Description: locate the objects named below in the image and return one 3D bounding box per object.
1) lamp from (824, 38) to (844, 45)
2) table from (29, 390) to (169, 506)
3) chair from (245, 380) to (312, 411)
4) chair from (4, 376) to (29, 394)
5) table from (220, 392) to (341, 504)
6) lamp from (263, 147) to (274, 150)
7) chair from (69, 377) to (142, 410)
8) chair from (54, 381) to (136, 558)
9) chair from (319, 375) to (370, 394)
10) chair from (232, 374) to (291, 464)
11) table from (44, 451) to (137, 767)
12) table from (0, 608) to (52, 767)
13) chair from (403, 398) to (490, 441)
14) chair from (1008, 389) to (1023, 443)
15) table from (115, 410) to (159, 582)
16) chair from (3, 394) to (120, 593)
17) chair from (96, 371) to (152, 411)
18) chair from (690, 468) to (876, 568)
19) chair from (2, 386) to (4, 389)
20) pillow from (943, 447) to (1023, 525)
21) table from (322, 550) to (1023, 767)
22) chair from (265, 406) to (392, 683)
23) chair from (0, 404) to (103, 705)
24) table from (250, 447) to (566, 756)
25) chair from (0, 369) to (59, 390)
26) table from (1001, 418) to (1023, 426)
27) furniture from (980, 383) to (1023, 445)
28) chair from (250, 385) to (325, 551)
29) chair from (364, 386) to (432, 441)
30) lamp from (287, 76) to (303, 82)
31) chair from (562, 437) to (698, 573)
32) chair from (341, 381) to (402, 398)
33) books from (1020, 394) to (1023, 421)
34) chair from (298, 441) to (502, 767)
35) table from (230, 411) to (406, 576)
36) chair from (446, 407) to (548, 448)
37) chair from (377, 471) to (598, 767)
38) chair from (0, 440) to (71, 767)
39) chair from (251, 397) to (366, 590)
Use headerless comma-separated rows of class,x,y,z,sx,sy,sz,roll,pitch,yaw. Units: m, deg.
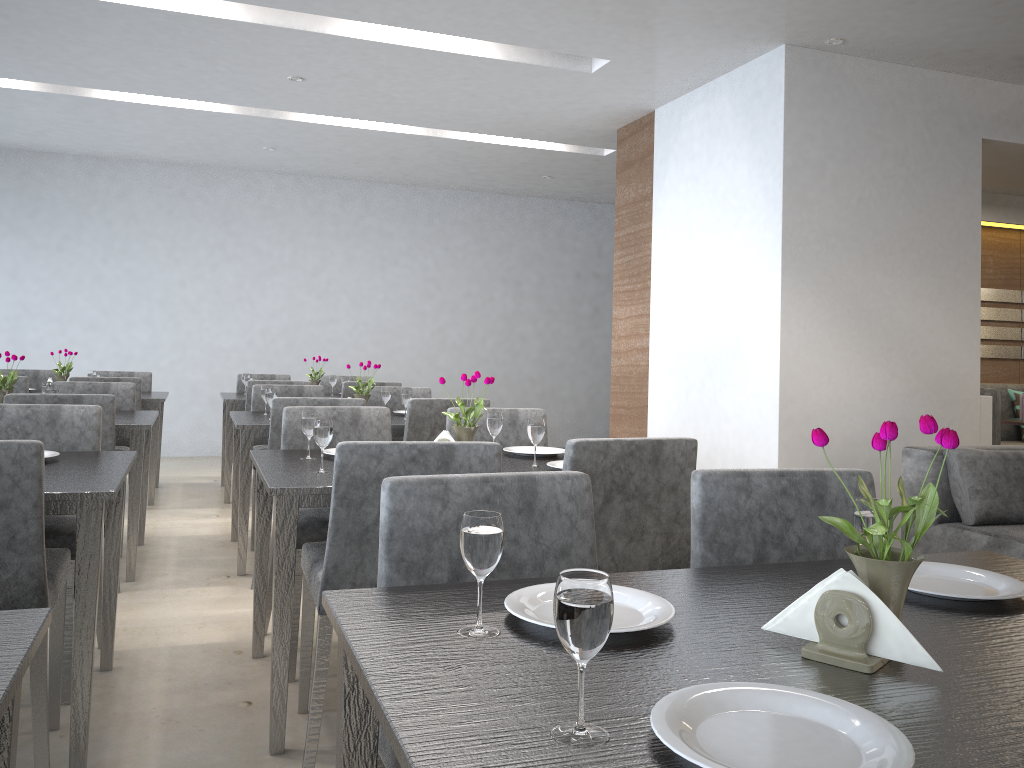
lamp,1.539,-1.636,4.227,0.089,0.007,0.089,3,2,25
table,-2.755,0.377,5.392,1.188,0.636,0.777,1,0,-20
chair,-1.451,0.351,5.470,0.476,0.764,0.491,2,-1,-15
chair,-2.879,0.326,4.960,0.476,0.764,0.491,2,-1,-15
table,-1.326,0.402,5.902,1.188,0.636,0.777,1,0,-20
lamp,-1.898,-1.833,6.893,0.089,0.007,0.089,3,2,25
chair,-2.403,0.332,5.191,0.476,0.764,0.492,2,-1,-25
chair,-2.015,0.381,4.138,0.476,0.764,0.491,2,-1,-15
chair,-1.187,0.329,6.323,0.476,0.764,0.491,2,-1,-15
chair,-1.703,0.320,6.148,0.476,0.764,0.492,2,-1,-25
table,-1.577,0.528,2.108,1.188,0.636,0.777,1,0,-20
table,-1.006,0.601,0.515,1.188,0.636,0.777,1,0,-20
chair,-0.374,0.434,4.026,0.476,0.764,0.492,2,-1,-25
chair,3.671,0.235,6.154,0.426,0.396,0.219,2,-1,-19
table,-2.154,0.454,3.717,1.188,0.636,0.777,1,0,-20
chair,-1.803,0.409,3.516,0.476,0.764,0.492,2,-1,-25
chair,-2.615,0.304,5.813,0.476,0.764,0.491,2,-1,-15
chair,0.562,0.553,1.446,0.476,0.764,0.491,2,-1,-15
chair,-2.531,0.371,3.963,0.476,0.764,0.492,2,-1,-25
pillow,2.047,0.416,3.618,0.559,0.307,0.188,1,-1,-19
table,0.422,0.626,1.025,1.188,0.636,0.777,1,0,-20
chair,-0.525,0.470,2.864,0.476,0.764,0.492,2,-1,-25
chair,-1.438,0.455,2.529,0.476,0.764,0.491,2,-1,-15
table,-0.149,0.553,2.618,1.188,0.636,0.777,1,0,-20
chair,-3.131,0.294,5.638,0.476,0.764,0.492,2,-1,-25
table,3.181,0.551,5.257,0.505,0.656,0.505,2,-1,-20
furniture,5.380,0.534,4.765,5.641,0.855,4.257,1,2,-20
chair,-1.102,0.397,4.473,0.476,0.764,0.492,2,-1,-25
chair,-0.586,0.406,4.648,0.476,0.764,0.491,2,-1,-15
lamp,-1.244,-1.750,5.069,0.089,0.007,0.089,3,2,25
chair,0.203,0.508,2.417,0.476,0.764,0.492,2,-1,-25
chair,-0.975,0.357,5.701,0.476,0.764,0.492,2,-1,-25
books,3.114,0.144,5.341,0.143,0.165,0.157,2,0,0
chair,-0.273,0.502,2.186,0.476,0.764,0.491,2,-1,-15
table,-0.726,0.479,4.227,1.188,0.636,0.777,1,0,-20
chair,-0.009,0.480,3.039,0.476,0.764,0.491,2,-1,-15
chair,0.046,0.543,1.271,0.476,0.764,0.492,2,-1,-25
chair,-1.226,0.483,1.907,0.476,0.764,0.492,2,-1,-25
chair,-0.850,0.428,3.795,0.476,0.764,0.491,2,-1,-15
